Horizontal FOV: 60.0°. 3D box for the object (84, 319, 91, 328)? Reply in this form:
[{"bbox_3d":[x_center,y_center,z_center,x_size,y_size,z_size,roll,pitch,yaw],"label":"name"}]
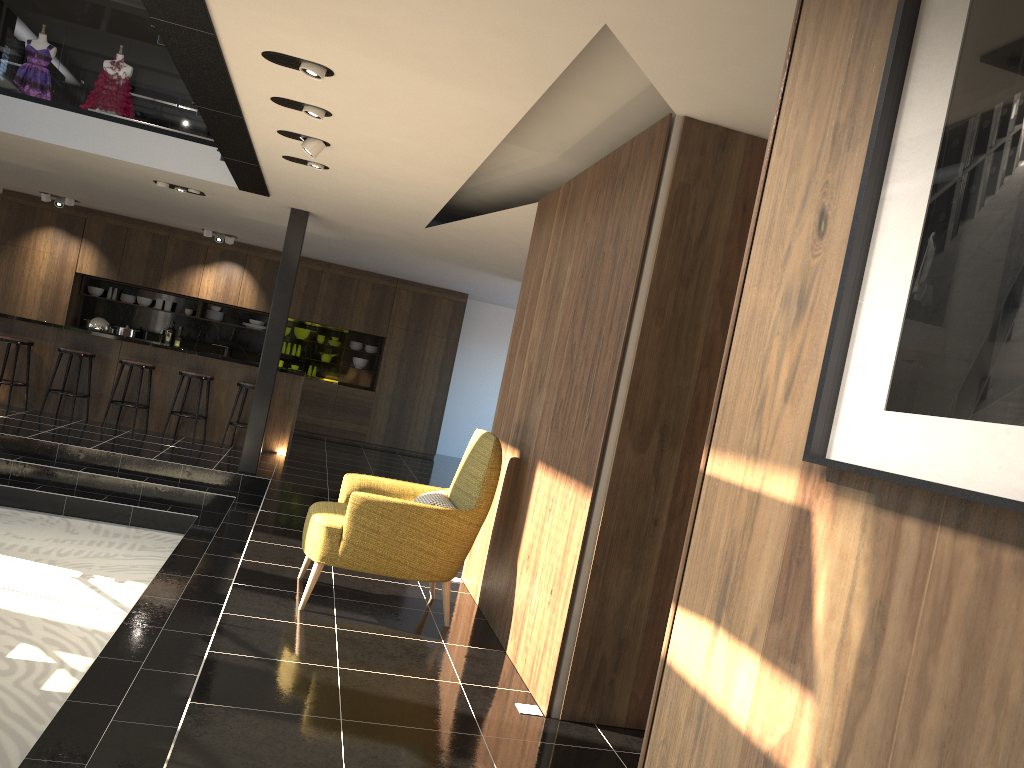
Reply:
[{"bbox_3d":[-6.360,-0.896,13.483,0.236,0.218,0.255,12,0,35],"label":"object"}]

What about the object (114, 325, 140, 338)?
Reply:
[{"bbox_3d":[-5.827,-0.777,13.393,0.278,0.218,0.301,12,0,20],"label":"object"}]

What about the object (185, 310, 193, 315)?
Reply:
[{"bbox_3d":[-5.061,-1.109,13.878,0.122,0.072,0.122,12,0,13],"label":"object"}]

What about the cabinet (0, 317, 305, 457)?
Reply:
[{"bbox_3d":[-4.398,0.034,10.711,3.566,0.994,0.698,12,0,-13],"label":"cabinet"}]

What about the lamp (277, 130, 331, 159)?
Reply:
[{"bbox_3d":[-1.347,-1.605,5.751,0.346,0.247,0.195,12,0,-13],"label":"lamp"}]

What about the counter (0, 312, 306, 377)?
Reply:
[{"bbox_3d":[-4.296,-0.475,10.704,3.575,0.041,0.698,12,0,-13],"label":"counter"}]

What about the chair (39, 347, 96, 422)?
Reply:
[{"bbox_3d":[-5.036,0.004,10.116,0.412,0.799,0.412,12,0,-3],"label":"chair"}]

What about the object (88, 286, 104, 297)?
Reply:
[{"bbox_3d":[-6.379,-1.409,13.576,0.234,0.138,0.234,12,0,-10],"label":"object"}]

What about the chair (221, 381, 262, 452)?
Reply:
[{"bbox_3d":[-3.142,0.394,10.547,0.412,0.799,0.412,12,0,-3],"label":"chair"}]

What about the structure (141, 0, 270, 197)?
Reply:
[{"bbox_3d":[-3.135,-0.726,4.517,3.449,4.869,7.274,12,0,-13],"label":"structure"}]

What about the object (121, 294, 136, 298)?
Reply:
[{"bbox_3d":[-5.911,-1.343,13.672,0.220,0.033,0.220,12,0,-16],"label":"object"}]

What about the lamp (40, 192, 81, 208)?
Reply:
[{"bbox_3d":[-6.268,-2.596,12.296,0.502,0.294,0.349,12,0,-13],"label":"lamp"}]

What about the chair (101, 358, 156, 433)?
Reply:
[{"bbox_3d":[-4.405,0.134,10.260,0.412,0.799,0.412,12,0,-3],"label":"chair"}]

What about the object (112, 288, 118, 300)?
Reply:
[{"bbox_3d":[-6.103,-1.383,13.637,0.060,0.185,0.060,11,1,-44],"label":"object"}]

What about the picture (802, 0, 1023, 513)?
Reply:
[{"bbox_3d":[0.593,-0.320,0.883,0.028,0.911,0.748,11,0,-12],"label":"picture"}]

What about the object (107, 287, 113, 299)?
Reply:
[{"bbox_3d":[-6.176,-1.398,13.620,0.060,0.185,0.060,12,1,19],"label":"object"}]

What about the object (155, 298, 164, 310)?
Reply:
[{"bbox_3d":[-5.474,-1.239,13.757,0.109,0.161,0.109,11,0,-30],"label":"object"}]

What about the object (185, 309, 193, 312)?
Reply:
[{"bbox_3d":[-5.056,-1.133,13.878,0.122,0.072,0.122,12,0,13],"label":"object"}]

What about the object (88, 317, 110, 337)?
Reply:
[{"bbox_3d":[-4.839,-0.666,10.387,0.227,0.228,0.228,12,0,38],"label":"object"}]

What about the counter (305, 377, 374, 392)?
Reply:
[{"bbox_3d":[-4.447,-0.341,13.891,4.594,0.005,0.862,12,0,-13],"label":"counter"}]

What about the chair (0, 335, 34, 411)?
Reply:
[{"bbox_3d":[-5.668,-0.126,9.972,0.412,0.799,0.412,12,0,-3],"label":"chair"}]

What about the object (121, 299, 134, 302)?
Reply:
[{"bbox_3d":[-5.925,-1.275,13.673,0.220,0.033,0.220,12,0,-16],"label":"object"}]

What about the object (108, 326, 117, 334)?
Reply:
[{"bbox_3d":[-6.103,-0.805,13.450,0.194,0.143,0.210,12,0,35],"label":"object"}]

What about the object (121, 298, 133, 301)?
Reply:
[{"bbox_3d":[-5.922,-1.287,13.673,0.220,0.033,0.220,12,0,-16],"label":"object"}]

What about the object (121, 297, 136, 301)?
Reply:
[{"bbox_3d":[-5.920,-1.297,13.673,0.220,0.033,0.220,12,0,-16],"label":"object"}]

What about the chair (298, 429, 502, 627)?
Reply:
[{"bbox_3d":[-0.651,0.738,5.138,1.031,1.097,0.807,12,0,-14],"label":"chair"}]

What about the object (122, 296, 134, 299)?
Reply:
[{"bbox_3d":[-5.916,-1.320,13.672,0.220,0.033,0.220,12,0,-16],"label":"object"}]

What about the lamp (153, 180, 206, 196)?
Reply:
[{"bbox_3d":[-3.400,-2.064,9.103,0.502,0.195,0.349,12,0,-12],"label":"lamp"}]

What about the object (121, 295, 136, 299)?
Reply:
[{"bbox_3d":[-5.914,-1.330,13.672,0.220,0.033,0.220,12,0,-16],"label":"object"}]

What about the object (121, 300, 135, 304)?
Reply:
[{"bbox_3d":[-5.927,-1.263,13.673,0.220,0.033,0.220,12,0,-16],"label":"object"}]

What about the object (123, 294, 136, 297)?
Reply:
[{"bbox_3d":[-5.909,-1.354,13.672,0.220,0.033,0.220,12,0,-16],"label":"object"}]

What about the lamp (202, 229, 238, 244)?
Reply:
[{"bbox_3d":[-4.201,-2.178,12.766,0.502,0.280,0.349,12,0,-13],"label":"lamp"}]

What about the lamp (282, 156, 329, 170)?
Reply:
[{"bbox_3d":[-1.502,-1.681,6.508,0.346,0.158,0.195,12,0,-13],"label":"lamp"}]

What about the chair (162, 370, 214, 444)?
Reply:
[{"bbox_3d":[-3.773,0.264,10.403,0.412,0.799,0.412,12,0,-3],"label":"chair"}]

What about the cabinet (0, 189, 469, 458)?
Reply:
[{"bbox_3d":[-4.351,-0.818,13.880,6.896,2.690,0.869,12,1,-13],"label":"cabinet"}]

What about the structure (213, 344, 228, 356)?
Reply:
[{"bbox_3d":[-4.534,-0.480,13.721,0.243,0.231,0.173,12,0,-13],"label":"structure"}]

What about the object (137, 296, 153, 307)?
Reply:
[{"bbox_3d":[-5.696,-1.266,13.732,0.234,0.138,0.234,12,0,7],"label":"object"}]

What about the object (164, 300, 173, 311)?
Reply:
[{"bbox_3d":[-5.345,-1.213,13.787,0.109,0.161,0.109,12,0,0],"label":"object"}]

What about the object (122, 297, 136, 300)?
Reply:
[{"bbox_3d":[-5.918,-1.310,13.672,0.220,0.033,0.220,12,0,-16],"label":"object"}]

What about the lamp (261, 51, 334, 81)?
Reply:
[{"bbox_3d":[-1.012,-1.575,4.237,0.346,0.177,0.195,12,0,-13],"label":"lamp"}]

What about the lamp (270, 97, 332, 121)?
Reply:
[{"bbox_3d":[-1.176,-1.607,4.995,0.346,0.177,0.195,12,0,-13],"label":"lamp"}]
